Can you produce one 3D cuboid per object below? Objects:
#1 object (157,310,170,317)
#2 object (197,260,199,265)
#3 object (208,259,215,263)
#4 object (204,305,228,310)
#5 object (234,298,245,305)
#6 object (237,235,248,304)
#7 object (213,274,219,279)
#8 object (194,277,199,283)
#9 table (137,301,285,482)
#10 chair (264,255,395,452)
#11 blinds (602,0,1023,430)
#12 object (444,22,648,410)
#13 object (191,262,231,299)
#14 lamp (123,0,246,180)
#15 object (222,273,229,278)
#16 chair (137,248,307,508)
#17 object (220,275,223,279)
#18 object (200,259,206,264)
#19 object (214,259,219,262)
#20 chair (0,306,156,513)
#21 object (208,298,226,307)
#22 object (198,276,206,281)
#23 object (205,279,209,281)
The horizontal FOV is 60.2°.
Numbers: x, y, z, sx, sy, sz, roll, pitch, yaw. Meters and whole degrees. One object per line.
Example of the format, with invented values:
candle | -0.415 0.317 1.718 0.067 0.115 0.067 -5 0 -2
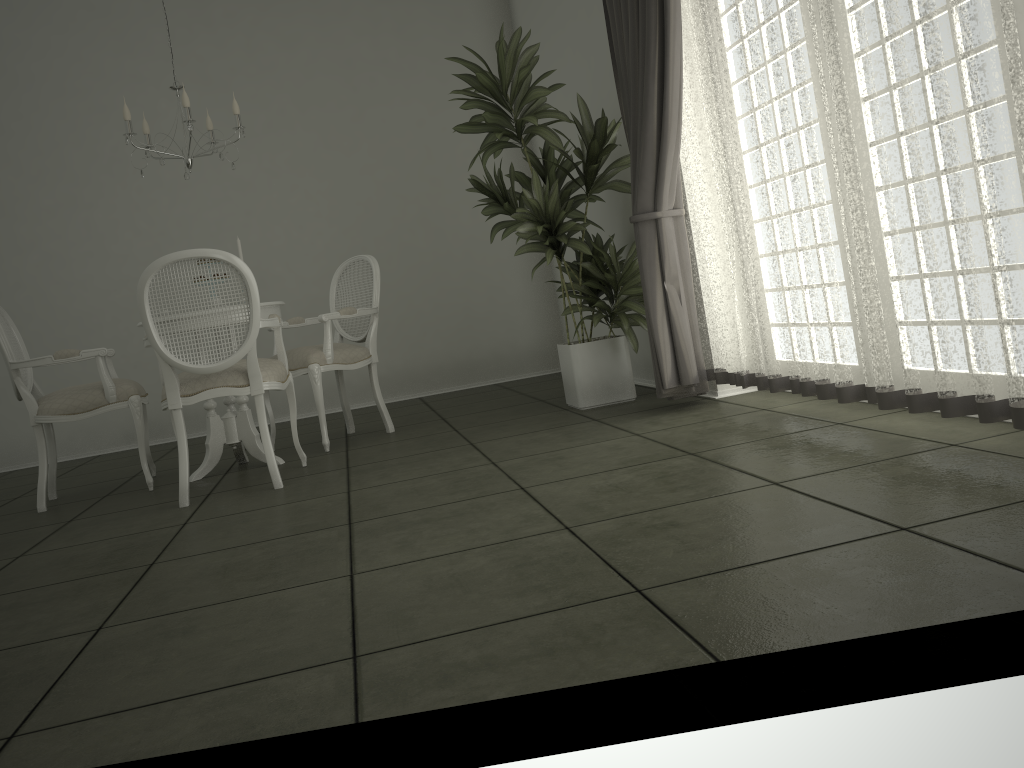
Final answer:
object | -1.826 -0.357 4.619 0.078 0.049 0.062 -9 3 -1
object | -1.619 -0.629 4.582 0.039 0.032 0.040 -9 3 10
object | -1.552 -0.638 4.559 0.039 0.032 0.040 -7 4 35
object | -1.470 -0.375 4.388 0.119 0.016 0.118 -11 5 -20
object | -1.469 -0.437 4.794 0.078 0.049 0.062 -11 4 -31
object | -1.375 -0.580 4.516 0.088 0.364 0.087 -9 0 -33
object | -1.517 -0.552 4.535 0.039 0.032 0.039 -9 3 10
object | -1.636 -0.536 4.576 0.039 0.032 0.040 -6 4 45
table | -1.492 0.036 4.596 0.743 0.829 0.739 -10 2 -14
chair | -1.063 -0.198 5.126 0.591 1.063 0.696 -8 2 45
blinds | 1.071 -1.124 2.911 0.662 2.599 3.661 -9 3 -10
object | 0.293 -0.927 4.944 1.037 2.096 1.165 -9 1 8
object | -1.557 -0.499 4.590 0.209 0.248 0.212 -8 2 22
lamp | -1.874 -2.299 4.589 0.598 2.438 0.588 -9 0 -33
object | -1.494 -0.562 4.604 0.039 0.032 0.040 -7 4 30
chair | -1.314 -0.051 3.969 0.596 1.063 0.689 -9 1 -10
object | -1.541 -0.559 4.659 0.039 0.032 0.040 -7 4 40
object | -1.592 -0.631 4.551 0.039 0.032 0.039 -9 3 -5
object | -1.539 -0.644 4.598 0.039 0.032 0.040 -9 3 10
chair | -2.231 0.050 4.494 0.693 1.063 0.593 -10 1 -20
object | -1.467 -0.399 4.385 0.077 0.049 0.063 -8 3 22
object | -1.588 -0.539 4.520 0.039 0.032 0.040 -7 4 40
object | -1.612 -0.546 4.645 0.039 0.032 0.040 -7 4 40
